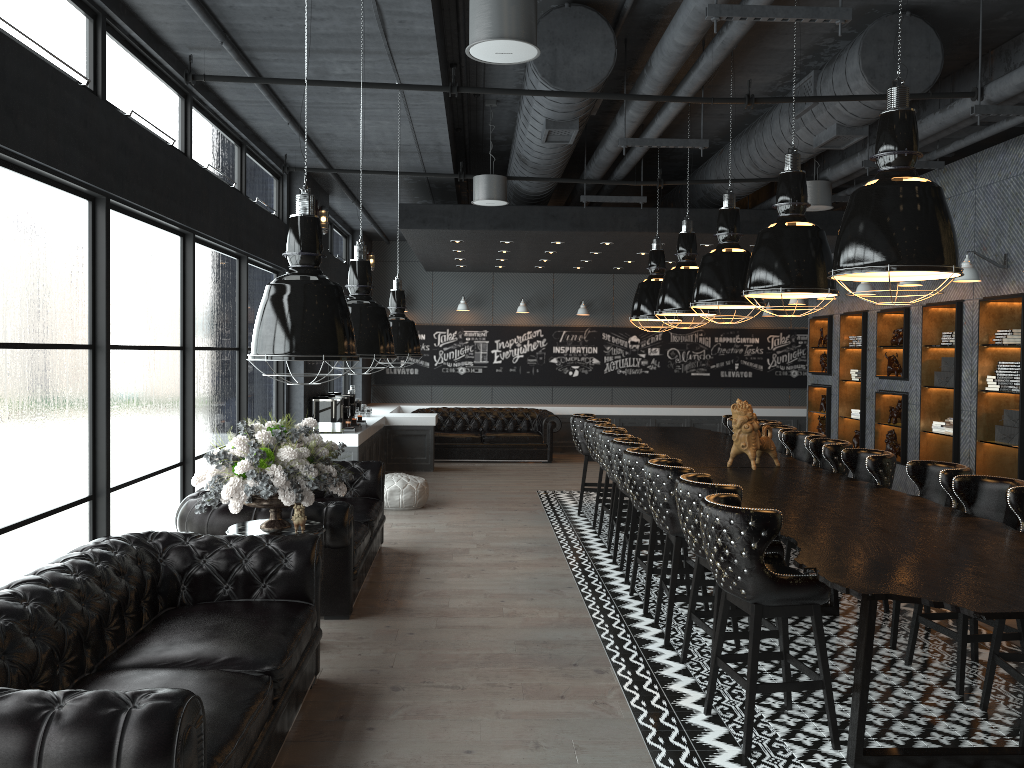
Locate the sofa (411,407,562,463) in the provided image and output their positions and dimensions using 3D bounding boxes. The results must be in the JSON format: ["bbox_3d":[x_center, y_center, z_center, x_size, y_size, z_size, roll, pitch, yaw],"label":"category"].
[{"bbox_3d":[-0.493,0.833,14.847,2.566,0.838,1.240,0,2,-3],"label":"sofa"}]

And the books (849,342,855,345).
[{"bbox_3d":[4.615,-0.540,11.819,0.193,0.028,0.245,1,2,10],"label":"books"}]

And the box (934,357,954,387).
[{"bbox_3d":[4.721,-0.129,9.486,0.298,0.315,0.419,1,2,-2],"label":"box"}]

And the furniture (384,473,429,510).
[{"bbox_3d":[-1.295,1.224,10.191,0.679,0.383,0.679,1,2,-2],"label":"furniture"}]

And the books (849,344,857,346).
[{"bbox_3d":[4.626,-0.511,11.800,0.193,0.028,0.245,1,2,2],"label":"books"}]

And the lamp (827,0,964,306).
[{"bbox_3d":[1.899,-1.543,4.360,0.621,2.302,0.621,2,2,43],"label":"lamp"}]

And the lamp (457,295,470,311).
[{"bbox_3d":[-0.856,-1.479,16.168,0.243,0.287,0.490,1,2,14],"label":"lamp"}]

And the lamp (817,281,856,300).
[{"bbox_3d":[4.253,-1.257,11.614,0.490,0.287,0.244,1,2,14],"label":"lamp"}]

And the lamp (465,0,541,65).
[{"bbox_3d":[-0.040,-2.188,4.486,0.381,1.029,0.380,0,2,-13],"label":"lamp"}]

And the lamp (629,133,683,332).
[{"bbox_3d":[1.669,-1.749,10.194,0.621,2.302,0.621,2,2,43],"label":"lamp"}]

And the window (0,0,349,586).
[{"bbox_3d":[-2.385,-0.264,4.510,0.120,3.728,20.801,1,2,-2],"label":"window"}]

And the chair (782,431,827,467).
[{"bbox_3d":[2.465,0.976,7.807,0.568,1.092,0.504,0,2,-7],"label":"chair"}]

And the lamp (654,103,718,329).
[{"bbox_3d":[1.726,-1.698,8.735,0.621,2.302,0.621,2,2,43],"label":"lamp"}]

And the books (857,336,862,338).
[{"bbox_3d":[4.641,-0.614,11.509,0.193,0.028,0.245,-1,2,-30],"label":"books"}]

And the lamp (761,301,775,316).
[{"bbox_3d":[4.739,-1.392,16.391,0.243,0.287,0.490,1,2,14],"label":"lamp"}]

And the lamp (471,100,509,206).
[{"bbox_3d":[-0.219,-2.355,9.011,0.381,1.045,0.380,0,2,-34],"label":"lamp"}]

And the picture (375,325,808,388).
[{"bbox_3d":[3.700,-0.490,16.659,12.465,1.103,0.200,0,1,-2],"label":"picture"}]

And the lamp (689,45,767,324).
[{"bbox_3d":[1.784,-1.646,7.277,0.621,2.302,0.621,2,2,43],"label":"lamp"}]

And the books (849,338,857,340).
[{"bbox_3d":[4.627,-0.596,11.798,0.193,0.028,0.245,1,2,3],"label":"books"}]

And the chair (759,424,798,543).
[{"bbox_3d":[2.438,0.952,8.511,0.568,1.092,0.504,0,2,-12],"label":"chair"}]

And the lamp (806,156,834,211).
[{"bbox_3d":[3.123,-2.326,9.143,0.380,1.045,0.382,1,2,24],"label":"lamp"}]

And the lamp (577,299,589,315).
[{"bbox_3d":[1.323,-1.404,16.256,0.243,0.287,0.490,1,2,14],"label":"lamp"}]

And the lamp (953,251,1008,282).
[{"bbox_3d":[4.384,-1.103,8.278,0.490,0.287,0.244,1,2,14],"label":"lamp"}]

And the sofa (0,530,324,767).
[{"bbox_3d":[-1.567,1.212,3.658,1.239,0.838,2.566,0,2,-3],"label":"sofa"}]

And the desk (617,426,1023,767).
[{"bbox_3d":[1.751,1.099,6.768,1.433,0.927,7.596,1,2,-2],"label":"desk"}]

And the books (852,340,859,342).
[{"bbox_3d":[4.666,-0.567,11.800,0.193,0.028,0.245,1,2,5],"label":"books"}]

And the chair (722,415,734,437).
[{"bbox_3d":[2.371,0.901,9.938,0.568,1.092,0.504,1,2,6],"label":"chair"}]

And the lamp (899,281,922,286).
[{"bbox_3d":[4.342,-1.185,9.366,0.490,0.287,0.244,1,2,14],"label":"lamp"}]

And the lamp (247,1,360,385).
[{"bbox_3d":[-0.728,-1.074,3.124,0.391,2.153,0.391,2,2,43],"label":"lamp"}]

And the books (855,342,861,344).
[{"bbox_3d":[4.621,-0.530,11.526,0.193,0.028,0.245,0,2,-15],"label":"books"}]

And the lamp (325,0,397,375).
[{"bbox_3d":[-0.787,-1.130,4.608,0.391,2.160,0.391,2,2,43],"label":"lamp"}]

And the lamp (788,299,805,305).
[{"bbox_3d":[4.210,-1.284,12.697,0.490,0.287,0.244,1,2,14],"label":"lamp"}]

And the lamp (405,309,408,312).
[{"bbox_3d":[-1.974,-1.453,16.124,0.243,0.287,0.490,1,2,14],"label":"lamp"}]

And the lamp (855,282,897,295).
[{"bbox_3d":[4.298,-1.199,10.463,0.490,0.287,0.244,1,2,14],"label":"lamp"}]

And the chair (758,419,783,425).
[{"bbox_3d":[2.505,0.928,9.200,0.568,1.092,0.504,0,2,-6],"label":"chair"}]

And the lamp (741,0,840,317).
[{"bbox_3d":[1.841,-1.595,5.818,0.621,2.302,0.621,2,2,43],"label":"lamp"}]

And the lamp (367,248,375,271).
[{"bbox_3d":[-2.482,-2.155,15.625,0.139,0.480,0.145,1,1,-2],"label":"lamp"}]

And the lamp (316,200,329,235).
[{"bbox_3d":[-2.289,-1.983,10.739,0.139,0.480,0.145,1,1,-2],"label":"lamp"}]

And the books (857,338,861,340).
[{"bbox_3d":[4.640,-0.585,11.511,0.193,0.028,0.245,0,2,-22],"label":"books"}]

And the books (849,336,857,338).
[{"bbox_3d":[4.627,-0.624,11.796,0.193,0.028,0.245,0,2,-5],"label":"books"}]

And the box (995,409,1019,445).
[{"bbox_3d":[4.772,0.405,8.382,0.323,0.315,0.419,1,2,-2],"label":"box"}]

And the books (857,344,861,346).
[{"bbox_3d":[4.639,-0.501,11.513,0.193,0.028,0.245,0,2,-23],"label":"books"}]

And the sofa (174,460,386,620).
[{"bbox_3d":[-1.696,1.097,6.927,1.239,0.838,2.566,0,2,-3],"label":"sofa"}]

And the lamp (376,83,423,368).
[{"bbox_3d":[-0.873,-1.207,6.784,0.391,2.160,0.391,2,2,43],"label":"lamp"}]

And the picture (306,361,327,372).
[{"bbox_3d":[-2.413,-0.478,10.807,0.086,0.634,1.390,1,2,-2],"label":"picture"}]

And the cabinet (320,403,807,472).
[{"bbox_3d":[1.701,0.911,13.459,8.419,0.826,6.313,0,2,-2],"label":"cabinet"}]

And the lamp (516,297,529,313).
[{"bbox_3d":[0.223,-1.440,16.211,0.243,0.287,0.490,1,2,14],"label":"lamp"}]
